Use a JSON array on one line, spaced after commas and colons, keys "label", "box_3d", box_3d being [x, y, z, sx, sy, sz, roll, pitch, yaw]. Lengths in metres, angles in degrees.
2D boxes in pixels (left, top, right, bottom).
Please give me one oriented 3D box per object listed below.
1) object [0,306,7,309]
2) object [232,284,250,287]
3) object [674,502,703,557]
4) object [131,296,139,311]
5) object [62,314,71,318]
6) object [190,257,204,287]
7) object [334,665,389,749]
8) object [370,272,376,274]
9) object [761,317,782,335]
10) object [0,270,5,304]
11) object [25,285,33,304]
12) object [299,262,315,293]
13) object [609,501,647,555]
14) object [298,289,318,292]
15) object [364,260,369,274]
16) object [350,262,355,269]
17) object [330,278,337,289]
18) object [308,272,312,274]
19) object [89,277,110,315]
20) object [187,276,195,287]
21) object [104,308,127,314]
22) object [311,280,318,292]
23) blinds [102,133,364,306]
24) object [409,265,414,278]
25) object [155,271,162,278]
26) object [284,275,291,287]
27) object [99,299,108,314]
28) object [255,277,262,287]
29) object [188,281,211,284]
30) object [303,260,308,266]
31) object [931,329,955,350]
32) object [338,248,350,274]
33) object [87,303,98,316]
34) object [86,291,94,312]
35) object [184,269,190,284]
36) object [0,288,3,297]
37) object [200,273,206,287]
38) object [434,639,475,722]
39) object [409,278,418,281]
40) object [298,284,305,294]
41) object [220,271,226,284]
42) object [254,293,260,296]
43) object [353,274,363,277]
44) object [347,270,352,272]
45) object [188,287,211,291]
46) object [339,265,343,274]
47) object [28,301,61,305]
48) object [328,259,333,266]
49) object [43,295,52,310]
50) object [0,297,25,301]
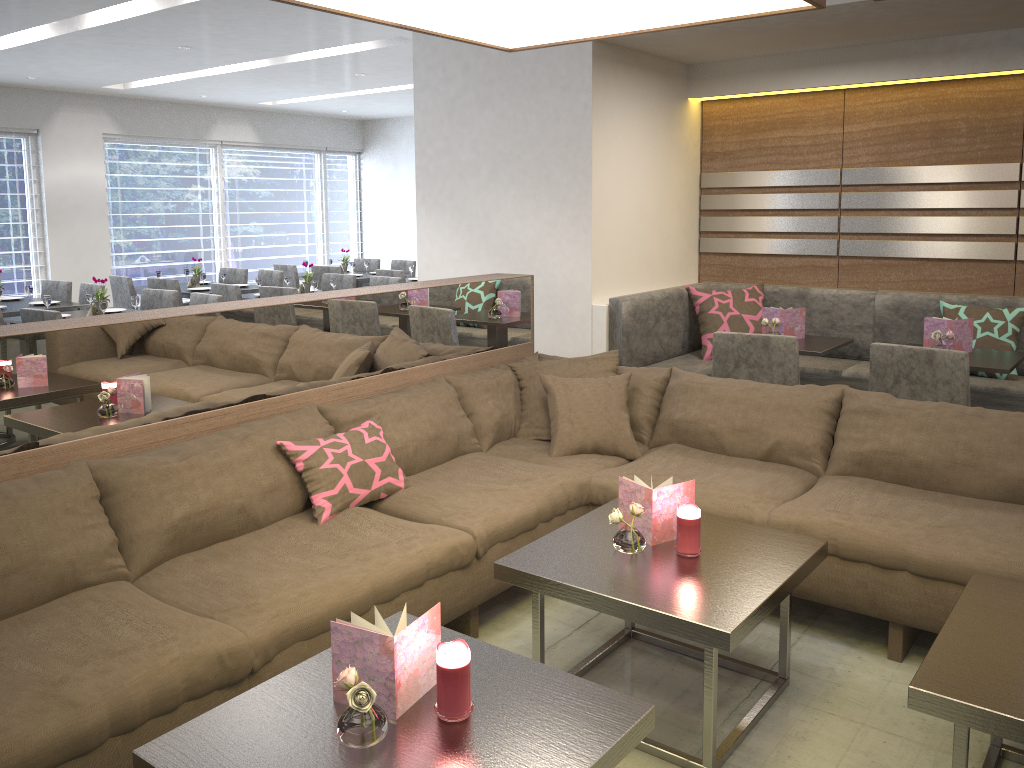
[{"label": "object", "box_3d": [-3.748, -0.544, 6.346, 0.218, 0.015, 0.218, 8, 14, 36]}, {"label": "object", "box_3d": [-2.483, -0.888, 8.003, 0.217, 0.015, 0.219, 3, 12, 15]}, {"label": "object", "box_3d": [0.471, 0.387, 2.357, 0.075, 0.127, 0.076, 1, 8, 10]}, {"label": "object", "box_3d": [-2.466, -0.506, 5.790, 0.053, 0.138, 0.054, -1, 8, -5]}, {"label": "object", "box_3d": [-3.004, -0.438, 5.786, 0.218, 0.015, 0.218, 8, 14, 36]}, {"label": "object", "box_3d": [-2.855, -1.016, 8.002, 0.155, 0.274, 0.105, 5, 9, 34]}, {"label": "object", "box_3d": [-0.265, 0.558, 1.539, 0.095, 0.128, 0.101, 3, 9, 20]}, {"label": "object", "box_3d": [-1.409, -1.180, 9.411, 0.217, 0.015, 0.219, -1, 11, 0]}, {"label": "object", "box_3d": [1.293, -0.269, 4.389, 0.107, 0.124, 0.095, -2, 9, -10]}, {"label": "object", "box_3d": [-3.887, -0.735, 6.649, 0.155, 0.274, 0.105, 5, 9, 34]}, {"label": "object", "box_3d": [-3.663, -0.680, 6.712, 0.053, 0.138, 0.054, -2, 8, -11]}, {"label": "object", "box_3d": [-1.644, -0.844, 7.091, 0.155, 0.274, 0.105, 5, 9, 34]}, {"label": "object", "box_3d": [0.311, 0.384, 2.373, 0.102, 0.130, 0.093, 0, 8, 2]}, {"label": "object", "box_3d": [-1.739, -0.782, 7.443, 0.217, 0.015, 0.219, 3, 12, 17]}, {"label": "object", "box_3d": [-1.558, -1.253, 9.470, 0.053, 0.138, 0.054, -1, 8, -5]}, {"label": "object", "box_3d": [-1.664, -1.208, 9.251, 0.053, 0.138, 0.054, -1, 8, -5]}, {"label": "object", "box_3d": [-1.439, -0.786, 7.137, 0.053, 0.138, 0.054, -1, 8, -5]}, {"label": "object", "box_3d": [-2.108, -1.183, 9.457, 0.217, 0.015, 0.219, 3, 12, 15]}, {"label": "object", "box_3d": [-2.676, -0.563, 5.738, 0.155, 0.274, 0.105, 5, 9, 34]}, {"label": "object", "box_3d": [-2.908, -0.936, 8.047, 0.070, 0.099, 0.205, 1, 11, 7]}, {"label": "object", "box_3d": [-2.771, -0.501, 6.091, 0.217, 0.015, 0.219, -2, 11, -7]}, {"label": "object", "box_3d": [-1.545, -0.741, 6.918, 0.053, 0.138, 0.054, -1, 8, -5]}, {"label": "blinds", "box_3d": [-3.145, -1.898, 10.702, 0.045, 2.021, 3.679, 5, 11, 37]}, {"label": "object", "box_3d": [-0.988, -1.099, 8.678, 0.053, 0.138, 0.054, -1, 8, -5]}, {"label": "object", "box_3d": [-3.268, -0.979, 8.179, 0.053, 0.138, 0.054, -1, 8, -5]}, {"label": "object", "box_3d": [-1.899, -0.851, 7.483, 0.053, 0.138, 0.054, -1, 8, -5]}, {"label": "object", "box_3d": [-2.573, -0.461, 5.572, 0.053, 0.138, 0.054, -1, 8, -5]}, {"label": "object", "box_3d": [-2.075, -0.803, 7.252, 0.053, 0.138, 0.054, -1, 8, -5]}, {"label": "object", "box_3d": [-2.950, -0.954, 8.354, 0.217, 0.015, 0.219, 3, 12, 15]}, {"label": "object", "box_3d": [-2.242, -1.277, 9.619, 0.053, 0.138, 0.054, -1, 8, -5]}, {"label": "object", "box_3d": [1.908, -0.183, 3.935, 0.110, 0.124, 0.092, -4, 9, -20]}, {"label": "object", "box_3d": [-1.780, -1.308, 9.410, 0.155, 0.274, 0.105, 5, 9, 34]}, {"label": "object", "box_3d": [-2.730, -0.483, 5.784, 0.070, 0.099, 0.205, 1, 11, 7]}, {"label": "object", "box_3d": [-2.927, -0.572, 6.137, 0.053, 0.138, 0.054, -1, 8, -5]}, {"label": "object", "box_3d": [-3.092, -1.027, 8.410, 0.053, 0.138, 0.054, -1, 8, -5]}, {"label": "object", "box_3d": [-3.769, -0.636, 6.493, 0.053, 0.138, 0.054, -2, 8, -11]}, {"label": "object", "box_3d": [-2.738, -0.916, 7.845, 0.053, 0.138, 0.054, -1, 8, -5]}, {"label": "object", "box_3d": [-0.107, 0.540, 1.618, 0.075, 0.127, 0.076, 1, 8, 10]}, {"label": "object", "box_3d": [-0.897, -1.011, 8.546, 0.217, 0.015, 0.219, 3, 12, 17]}, {"label": "object", "box_3d": [-1.698, -0.763, 7.136, 0.070, 0.099, 0.205, 1, 11, 7]}, {"label": "object", "box_3d": [-2.631, -0.961, 8.063, 0.053, 0.138, 0.054, -1, 8, -5]}, {"label": "object", "box_3d": [-1.972, -0.719, 7.138, 0.217, 0.015, 0.219, 3, 12, 17]}, {"label": "object", "box_3d": [-1.641, -1.117, 9.106, 0.217, 0.015, 0.219, 3, 12, 15]}, {"label": "object", "box_3d": [-1.875, -1.247, 9.762, 0.217, 0.015, 0.219, -1, 11, 0]}, {"label": "object", "box_3d": [-2.716, -0.825, 7.698, 0.217, 0.015, 0.219, 3, 12, 15]}, {"label": "object", "box_3d": [-1.834, -1.228, 9.455, 0.070, 0.099, 0.205, 1, 11, 7]}, {"label": "object", "box_3d": [-3.515, -0.607, 6.651, 0.218, 0.015, 0.218, 8, 14, 36]}, {"label": "object", "box_3d": [-2.018, -1.319, 9.816, 0.053, 0.138, 0.054, -1, 8, -5]}, {"label": "object", "box_3d": [-3.103, -0.524, 5.906, 0.053, 0.138, 0.054, -2, 8, -11]}, {"label": "object", "box_3d": [-3.982, -0.674, 7.002, 0.218, 0.015, 0.218, 8, 14, 36]}]
